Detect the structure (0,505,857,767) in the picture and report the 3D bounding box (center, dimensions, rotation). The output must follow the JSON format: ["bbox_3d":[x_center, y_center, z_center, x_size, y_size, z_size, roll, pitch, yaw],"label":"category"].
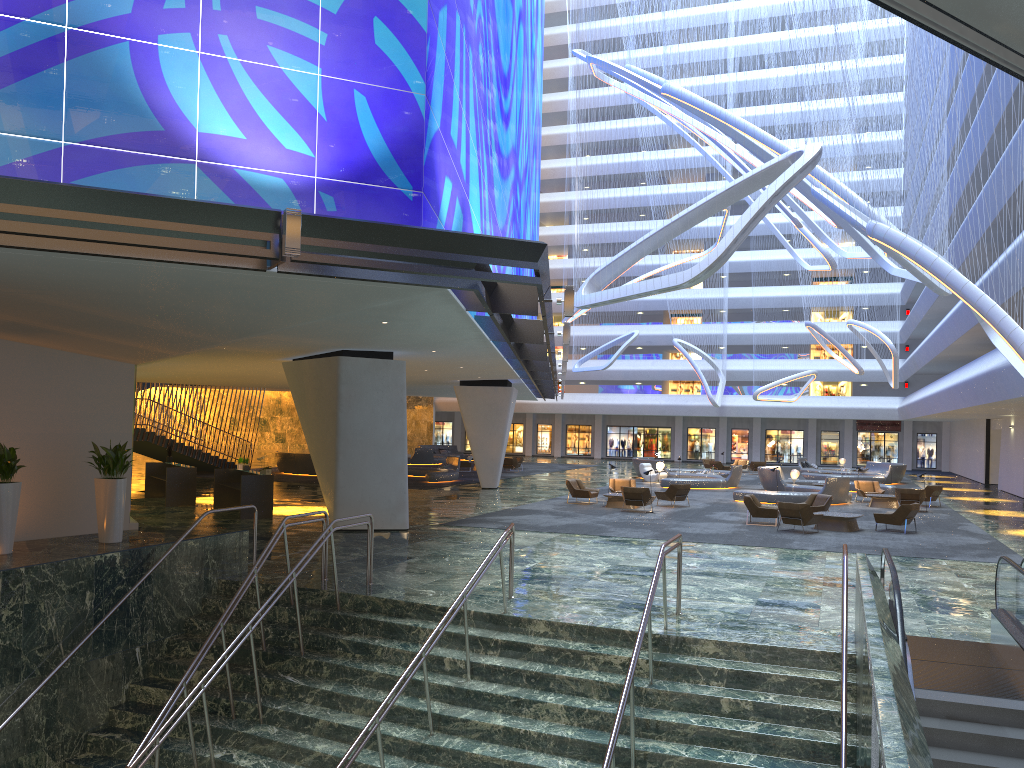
[{"bbox_3d":[-3.466,5.686,3.629,9.303,8.395,19.753,1,-2,20],"label":"structure"}]

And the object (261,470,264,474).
[{"bbox_3d":[-6.385,2.271,22.848,0.111,0.108,0.107,3,-2,-35],"label":"object"}]

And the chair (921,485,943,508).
[{"bbox_3d":[14.553,3.931,31.188,0.930,0.766,0.939,3,-2,-36],"label":"chair"}]

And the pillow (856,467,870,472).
[{"bbox_3d":[18.877,4.611,47.702,0.692,0.262,0.877,2,-3,-17],"label":"pillow"}]

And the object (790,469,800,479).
[{"bbox_3d":[11.408,3.635,35.724,0.367,0.387,0.318,1,-2,28],"label":"object"}]

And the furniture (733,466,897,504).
[{"bbox_3d":[11.388,3.879,34.692,5.185,0.969,9.936,-1,-3,37],"label":"furniture"}]

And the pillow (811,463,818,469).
[{"bbox_3d":[17.617,4.797,51.987,0.685,0.280,0.874,3,-3,-32],"label":"pillow"}]

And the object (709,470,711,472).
[{"bbox_3d":[9.837,4.312,43.976,0.071,0.118,0.151,1,-2,31],"label":"object"}]

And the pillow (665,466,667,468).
[{"bbox_3d":[7.796,4.332,46.190,0.443,0.207,0.445,2,-2,-18],"label":"pillow"}]

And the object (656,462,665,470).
[{"bbox_3d":[6.709,3.717,40.101,0.367,0.387,0.318,1,-1,3],"label":"object"}]

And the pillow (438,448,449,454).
[{"bbox_3d":[-4.617,4.552,60.132,0.775,0.366,0.317,3,-2,-28],"label":"pillow"}]

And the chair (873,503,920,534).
[{"bbox_3d":[9.945,3.441,22.898,0.938,0.766,0.930,0,-3,45],"label":"chair"}]

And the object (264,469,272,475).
[{"bbox_3d":[-6.244,2.246,22.645,0.149,0.149,0.149,3,-2,-35],"label":"object"}]

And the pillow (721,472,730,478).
[{"bbox_3d":[9.540,3.969,38.639,0.692,0.262,0.878,0,-3,29],"label":"pillow"}]

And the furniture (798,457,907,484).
[{"bbox_3d":[18.305,4.659,48.160,5.184,0.969,9.937,1,-3,17],"label":"furniture"}]

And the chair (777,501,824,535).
[{"bbox_3d":[7.192,3.345,22.274,0.939,0.766,0.929,3,-2,-43],"label":"chair"}]

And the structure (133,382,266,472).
[{"bbox_3d":[-17.558,1.162,41.323,11.979,6.244,16.506,1,-2,20],"label":"structure"}]

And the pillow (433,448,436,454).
[{"bbox_3d":[-5.410,4.498,59.467,0.315,0.386,0.785,0,-2,37],"label":"pillow"}]

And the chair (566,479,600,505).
[{"bbox_3d":[2.296,3.529,28.997,0.938,0.766,0.930,0,-2,29],"label":"chair"}]

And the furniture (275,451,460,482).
[{"bbox_3d":[-6.714,3.695,40.501,9.925,0.969,5.190,-1,-3,37],"label":"furniture"}]

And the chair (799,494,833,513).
[{"bbox_3d":[8.445,3.497,24.944,0.939,0.766,0.930,2,-2,-18],"label":"chair"}]

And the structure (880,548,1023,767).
[{"bbox_3d":[2.719,5.723,1.808,3.016,8.234,19.849,1,-2,20],"label":"structure"}]

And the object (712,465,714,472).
[{"bbox_3d":[9.987,4.199,44.019,0.066,0.355,0.076,2,-1,-12],"label":"object"}]

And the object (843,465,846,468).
[{"bbox_3d":[19.026,4.773,50.675,0.131,0.252,0.103,1,-1,3],"label":"object"}]

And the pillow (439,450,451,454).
[{"bbox_3d":[-4.570,4.588,59.941,0.692,0.262,0.878,1,-2,11],"label":"pillow"}]

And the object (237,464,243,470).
[{"bbox_3d":[-7.517,2.302,24.551,0.150,0.145,0.150,3,-2,-36],"label":"object"}]

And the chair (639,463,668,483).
[{"bbox_3d":[6.536,4.120,40.993,1.157,0.881,0.729,0,-2,40],"label":"chair"}]

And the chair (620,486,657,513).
[{"bbox_3d":[3.761,3.456,26.582,0.929,0.766,0.939,1,-2,26],"label":"chair"}]

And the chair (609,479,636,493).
[{"bbox_3d":[3.736,3.607,29.933,0.929,0.766,0.939,1,-2,4],"label":"chair"}]

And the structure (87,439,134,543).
[{"bbox_3d":[-8.009,2.126,17.699,1.022,2.050,0.773,1,-1,-1],"label":"structure"}]

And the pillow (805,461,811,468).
[{"bbox_3d":[17.324,4.689,51.787,0.315,0.386,0.785,0,-2,36],"label":"pillow"}]

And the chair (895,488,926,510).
[{"bbox_3d":[13.088,3.801,29.118,0.929,0.766,0.939,1,-2,26],"label":"chair"}]

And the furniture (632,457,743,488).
[{"bbox_3d":[8.116,4.127,41.963,5.184,0.969,9.937,1,-3,12],"label":"furniture"}]

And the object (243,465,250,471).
[{"bbox_3d":[-7.267,2.294,24.228,0.150,0.145,0.150,3,-2,-36],"label":"object"}]

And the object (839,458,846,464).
[{"bbox_3d":[19.837,4.643,53.175,0.367,0.387,0.318,1,-1,3],"label":"object"}]

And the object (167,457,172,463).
[{"bbox_3d":[-10.577,2.335,27.370,0.158,0.181,0.158,2,-2,-25],"label":"object"}]

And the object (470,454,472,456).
[{"bbox_3d":[-2.638,4.614,57.414,0.151,0.118,0.071,3,-2,-34],"label":"object"}]

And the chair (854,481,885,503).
[{"bbox_3d":[13.063,3.952,32.469,0.929,0.766,0.939,1,-2,4],"label":"chair"}]

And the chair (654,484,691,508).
[{"bbox_3d":[5.226,3.586,28.653,0.930,0.766,0.939,3,-2,-36],"label":"chair"}]

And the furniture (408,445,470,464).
[{"bbox_3d":[-5.063,4.454,56.334,5.185,0.969,9.936,-1,-3,37],"label":"furniture"}]

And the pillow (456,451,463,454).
[{"bbox_3d":[-3.553,4.692,60.284,0.443,0.207,0.445,1,-2,7],"label":"pillow"}]

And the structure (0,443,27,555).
[{"bbox_3d":[-9.185,2.016,15.913,0.773,2.050,1.022,2,-1,-9],"label":"structure"}]

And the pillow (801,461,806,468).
[{"bbox_3d":[17.117,4.710,51.826,0.295,0.368,0.770,0,-2,33],"label":"pillow"}]

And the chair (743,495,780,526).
[{"bbox_3d":[6.759,3.410,23.937,0.938,0.766,0.930,1,-2,22],"label":"chair"}]
